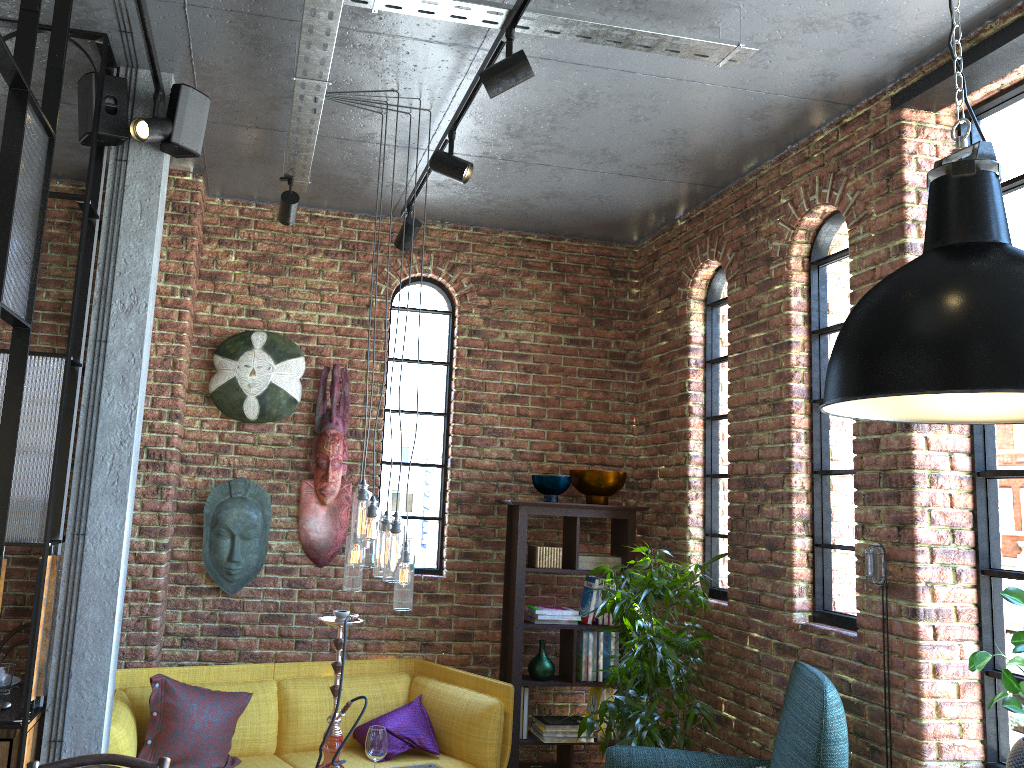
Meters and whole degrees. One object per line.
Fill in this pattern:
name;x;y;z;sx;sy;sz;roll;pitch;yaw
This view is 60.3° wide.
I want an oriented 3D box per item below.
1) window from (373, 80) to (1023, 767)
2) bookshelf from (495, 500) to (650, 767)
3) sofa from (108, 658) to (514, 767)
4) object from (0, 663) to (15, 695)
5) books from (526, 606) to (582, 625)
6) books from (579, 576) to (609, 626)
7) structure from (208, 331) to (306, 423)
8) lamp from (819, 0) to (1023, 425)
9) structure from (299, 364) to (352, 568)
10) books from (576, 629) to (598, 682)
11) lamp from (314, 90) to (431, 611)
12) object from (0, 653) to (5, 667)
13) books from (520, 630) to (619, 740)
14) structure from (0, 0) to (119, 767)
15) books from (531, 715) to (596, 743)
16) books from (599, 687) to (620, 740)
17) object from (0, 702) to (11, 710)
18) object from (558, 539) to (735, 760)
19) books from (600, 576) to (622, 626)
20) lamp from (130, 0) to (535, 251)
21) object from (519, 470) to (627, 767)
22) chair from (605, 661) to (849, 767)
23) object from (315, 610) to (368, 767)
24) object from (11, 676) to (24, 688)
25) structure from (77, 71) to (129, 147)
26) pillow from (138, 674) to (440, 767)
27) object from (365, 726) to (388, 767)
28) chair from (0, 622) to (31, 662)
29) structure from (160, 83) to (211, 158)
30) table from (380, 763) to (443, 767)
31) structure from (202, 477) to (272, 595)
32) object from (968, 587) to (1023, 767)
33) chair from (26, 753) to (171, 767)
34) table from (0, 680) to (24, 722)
window;0.794;0.072;2.918;8.935;2.437;3.270;-4;-11;42
bookshelf;0.307;1.510;4.921;0.801;1.673;0.322;4;-9;-12
sofa;-1.048;1.800;4.203;1.915;0.765;0.820;7;-9;-28
object;-2.200;1.276;3.808;0.087;0.120;0.082;0;-9;17
books;0.233;1.297;4.937;0.264;0.080;0.181;5;-8;-13
books;0.460;1.229;5.014;0.121;0.259;0.166;5;-9;-14
structure;-1.429;-0.042;4.949;0.521;0.522;0.149;4;-9;-12
lamp;0.888;-0.606;1.749;0.534;1.330;0.523;2;-9;4
structure;-1.044;0.464;5.009;0.236;1.150;0.216;-3;-10;31
books;0.410;1.516;4.949;0.083;0.273;0.175;5;-9;-15
lamp;-0.619;-0.165;3.647;0.513;2.126;0.282;0;-9;12
object;-2.161;1.219;3.643;0.099;0.192;0.097;1;-9;6
books;0.296;1.657;4.903;0.575;0.576;0.194;5;-9;-13
structure;-2.938;-0.096;0.530;5.789;3.337;6.070;7;-9;-30
books;0.281;1.892;4.838;0.298;0.088;0.248;4;-8;-11
books;0.536;1.826;4.933;0.083;0.273;0.193;5;-9;-15
object;-2.173;1.269;3.486;0.320;0.051;0.272;4;-8;-10
object;0.629;1.487;4.089;0.693;1.533;0.894;8;-11;-35
books;0.560;1.236;5.024;0.078;0.258;0.181;5;-9;-15
lamp;-2.581;-1.407;1.101;6.140;0.275;7.353;5;-8;-14
object;0.333;1.366;4.933;0.593;1.767;0.335;5;-9;-18
chair;0.673;1.593;3.268;1.051;1.101;0.790;1;-9;11
object;-0.642;1.207;3.249;0.163;0.706;0.268;6;-10;-23
object;-2.354;1.319;3.925;0.320;0.051;0.272;4;-8;-10
structure;-1.616;-1.073;3.472;0.175;0.268;0.173;10;-11;-40
pillow;-1.066;1.605;4.266;1.443;0.455;0.413;6;-9;-24
object;-0.542;1.488;3.509;0.094;0.229;0.087;-2;-10;24
chair;-2.453;1.652;4.240;0.445;0.923;0.540;1;-9;7
structure;-1.325;-1.050;3.527;0.191;0.268;0.159;-2;-10;26
table;-0.549;1.833;3.303;0.899;0.510;0.778;7;-9;-28
structure;-1.504;0.828;4.802;0.361;0.641;0.105;4;-9;-11
object;1.604;0.931;2.543;0.392;0.665;0.502;1;-9;9
chair;-1.041;1.431;2.089;0.394;0.918;0.534;5;-9;-20
table;-2.314;1.676;3.636;0.736;0.729;0.763;5;-9;-14
